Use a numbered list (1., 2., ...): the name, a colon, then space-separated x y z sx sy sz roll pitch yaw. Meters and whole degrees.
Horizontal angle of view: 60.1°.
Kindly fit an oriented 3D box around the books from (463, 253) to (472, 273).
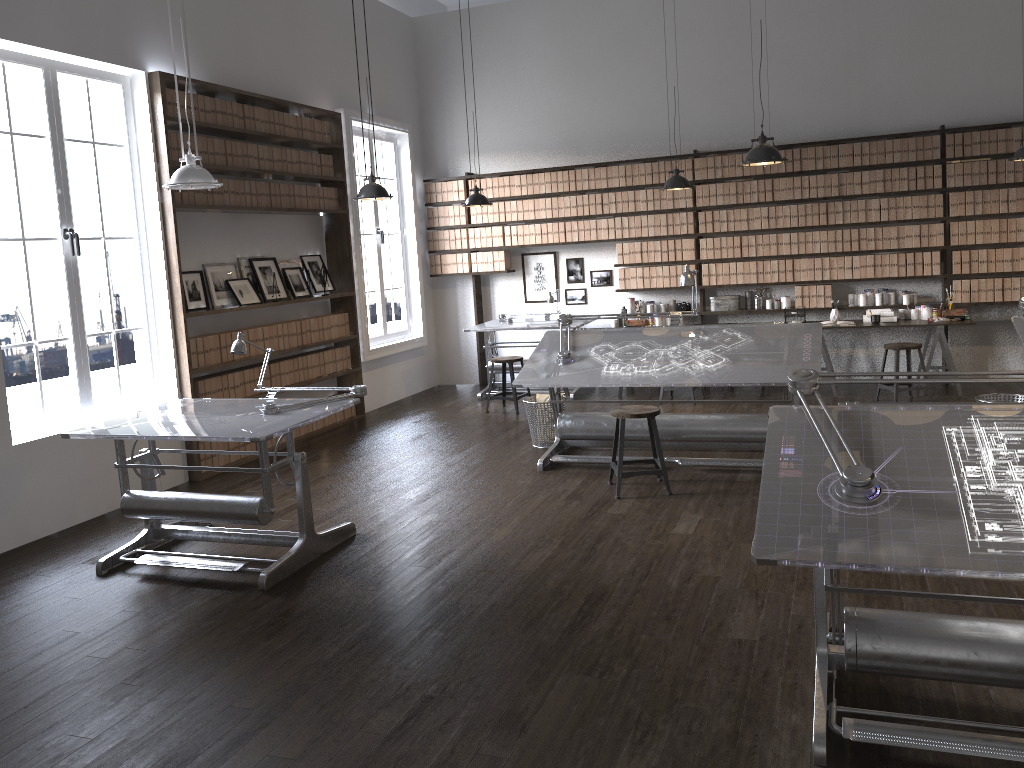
1. books: -0.501 -1.402 10.248 0.066 0.224 0.175 -1 7 21

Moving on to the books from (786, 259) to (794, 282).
1. books: 2.835 -1.159 9.025 0.067 0.224 0.175 -1 7 21

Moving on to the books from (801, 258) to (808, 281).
1. books: 2.967 -1.160 8.979 0.066 0.224 0.175 -1 7 21

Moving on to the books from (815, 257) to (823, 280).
1. books: 3.092 -1.160 8.928 0.066 0.224 0.175 -1 7 21

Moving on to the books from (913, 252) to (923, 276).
1. books: 3.950 -1.168 8.613 0.066 0.224 0.175 -1 7 21

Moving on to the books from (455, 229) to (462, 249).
1. books: -0.588 -1.675 10.245 0.067 0.224 0.175 -1 7 21

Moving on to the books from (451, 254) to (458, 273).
1. books: -0.638 -1.400 10.296 0.067 0.224 0.175 -1 7 21

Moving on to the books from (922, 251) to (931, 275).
1. books: 4.018 -1.168 8.581 0.067 0.224 0.175 -1 7 21

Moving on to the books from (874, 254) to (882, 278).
1. books: 3.611 -1.165 8.739 0.066 0.224 0.175 -1 7 21

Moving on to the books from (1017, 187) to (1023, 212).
1. books: 4.723 -1.714 8.254 0.066 0.224 0.175 -1 7 21

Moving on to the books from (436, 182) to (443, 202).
1. books: -0.810 -2.218 10.263 0.066 0.224 0.175 -1 7 21

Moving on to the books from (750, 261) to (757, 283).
1. books: 2.502 -1.156 9.150 0.067 0.224 0.175 -1 7 21

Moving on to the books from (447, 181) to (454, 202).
1. books: -0.679 -2.219 10.216 0.066 0.224 0.175 -1 7 21

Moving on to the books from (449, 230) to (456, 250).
1. books: -0.656 -1.675 10.276 0.066 0.224 0.175 -1 7 21

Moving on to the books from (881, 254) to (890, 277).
1. books: 3.677 -1.166 8.714 0.066 0.224 0.175 -1 7 21

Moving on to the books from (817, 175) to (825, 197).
1. books: 3.086 -1.967 8.834 0.066 0.224 0.175 -1 7 21

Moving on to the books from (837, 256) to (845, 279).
1. books: 3.292 -1.163 8.858 0.066 0.224 0.175 -1 7 21

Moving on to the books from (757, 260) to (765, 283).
1. books: 2.567 -1.157 9.131 0.066 0.224 0.175 -1 7 21

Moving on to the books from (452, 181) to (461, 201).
1. books: -0.614 -2.219 10.188 0.067 0.224 0.175 -1 7 21

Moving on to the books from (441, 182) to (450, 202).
1. books: -0.743 -2.219 10.243 0.066 0.224 0.175 -1 7 21

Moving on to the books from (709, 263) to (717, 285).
1. books: 2.118 -1.154 9.297 0.066 0.224 0.175 -1 7 21

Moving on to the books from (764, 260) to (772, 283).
1. books: 2.634 -1.158 9.106 0.066 0.224 0.175 -1 7 21

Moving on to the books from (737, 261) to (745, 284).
1. books: 2.382 -1.156 9.198 0.066 0.224 0.175 -1 7 21

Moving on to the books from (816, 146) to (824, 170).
1. books: 3.061 -2.241 8.810 0.066 0.224 0.175 -1 7 21

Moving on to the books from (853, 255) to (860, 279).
1. books: 3.425 -1.163 8.806 0.066 0.224 0.175 -1 7 21

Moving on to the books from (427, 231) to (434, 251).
1. books: -0.921 -1.672 10.369 0.067 0.224 0.175 -1 7 21

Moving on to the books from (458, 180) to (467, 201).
1. books: -0.546 -2.220 10.164 0.066 0.224 0.175 -1 7 21

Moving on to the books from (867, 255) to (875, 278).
1. books: 3.546 -1.164 8.758 0.067 0.224 0.175 -1 7 21

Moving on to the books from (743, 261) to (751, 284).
1. books: 2.441 -1.156 9.177 0.066 0.224 0.175 -1 7 21

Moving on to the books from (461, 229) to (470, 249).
1. books: -0.517 -1.676 10.224 0.066 0.224 0.175 -1 7 21

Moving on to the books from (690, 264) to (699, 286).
1. books: 1.925 -1.152 9.367 0.067 0.224 0.175 -1 7 21

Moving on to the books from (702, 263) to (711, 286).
1. books: 2.049 -1.153 9.320 0.066 0.224 0.175 -1 7 21

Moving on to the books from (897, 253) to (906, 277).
1. books: 3.810 -1.167 8.665 0.066 0.224 0.175 -1 7 21

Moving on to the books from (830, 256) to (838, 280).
1. books: 3.228 -1.163 8.884 0.066 0.224 0.175 -1 7 21

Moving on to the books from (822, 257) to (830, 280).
1. books: 3.161 -1.161 8.905 0.066 0.224 0.175 -1 7 21

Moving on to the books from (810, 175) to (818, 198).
1. books: 3.017 -1.967 8.858 0.067 0.224 0.175 -1 7 21

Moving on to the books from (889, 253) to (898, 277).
1. books: 3.742 -1.166 8.686 0.066 0.224 0.175 -1 7 21

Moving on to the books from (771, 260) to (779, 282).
1. books: 2.699 -1.158 9.078 0.066 0.224 0.175 -1 7 21

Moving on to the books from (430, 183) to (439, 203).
1. books: -0.879 -2.217 10.286 0.066 0.224 0.175 -1 7 21

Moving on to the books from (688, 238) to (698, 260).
1. books: 1.911 -1.419 9.338 0.067 0.224 0.175 -1 7 21

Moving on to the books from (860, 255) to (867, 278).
1. books: 3.485 -1.164 8.785 0.066 0.224 0.175 -1 7 21

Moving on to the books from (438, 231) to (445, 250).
1. books: -0.789 -1.674 10.326 0.066 0.224 0.175 -1 7 21

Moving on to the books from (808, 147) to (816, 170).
1. books: 2.992 -2.240 8.832 0.066 0.224 0.175 -1 7 21

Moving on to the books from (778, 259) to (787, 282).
1. books: 2.767 -1.159 9.057 0.066 0.224 0.175 -1 7 21

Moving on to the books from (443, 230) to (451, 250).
1. books: -0.724 -1.674 10.297 0.066 0.224 0.175 -1 7 21

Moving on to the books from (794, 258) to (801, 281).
1. books: 2.906 -1.160 9.005 0.066 0.224 0.175 -1 7 21

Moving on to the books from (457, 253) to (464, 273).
1. books: -0.570 -1.401 10.270 0.066 0.224 0.175 -1 7 21

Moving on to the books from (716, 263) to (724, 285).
1. books: 2.184 -1.155 9.276 0.066 0.224 0.175 -1 7 21

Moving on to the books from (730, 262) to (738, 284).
1. books: 2.313 -1.155 9.222 0.067 0.224 0.175 -1 7 21

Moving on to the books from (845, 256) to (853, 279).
1. books: 3.357 -1.163 8.830 0.067 0.224 0.175 -1 7 21

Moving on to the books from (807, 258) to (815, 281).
1. books: 3.024 -1.160 8.953 0.067 0.224 0.175 -1 7 21

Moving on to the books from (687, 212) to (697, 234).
1. books: 1.893 -1.694 9.319 0.066 0.224 0.175 -1 7 21

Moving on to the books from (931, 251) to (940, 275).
1. books: 4.092 -1.168 8.556 0.066 0.224 0.175 -1 7 21

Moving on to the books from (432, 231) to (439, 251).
1. books: -0.856 -1.673 10.350 0.066 0.224 0.175 -1 7 21

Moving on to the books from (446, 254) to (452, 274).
1. books: -0.696 -1.400 10.322 0.066 0.224 0.175 -1 7 21

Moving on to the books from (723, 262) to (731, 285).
1. books: 2.249 -1.155 9.250 0.066 0.224 0.175 -1 7 21

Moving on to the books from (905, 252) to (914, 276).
1. books: 3.878 -1.167 8.634 0.067 0.224 0.175 -1 7 21
